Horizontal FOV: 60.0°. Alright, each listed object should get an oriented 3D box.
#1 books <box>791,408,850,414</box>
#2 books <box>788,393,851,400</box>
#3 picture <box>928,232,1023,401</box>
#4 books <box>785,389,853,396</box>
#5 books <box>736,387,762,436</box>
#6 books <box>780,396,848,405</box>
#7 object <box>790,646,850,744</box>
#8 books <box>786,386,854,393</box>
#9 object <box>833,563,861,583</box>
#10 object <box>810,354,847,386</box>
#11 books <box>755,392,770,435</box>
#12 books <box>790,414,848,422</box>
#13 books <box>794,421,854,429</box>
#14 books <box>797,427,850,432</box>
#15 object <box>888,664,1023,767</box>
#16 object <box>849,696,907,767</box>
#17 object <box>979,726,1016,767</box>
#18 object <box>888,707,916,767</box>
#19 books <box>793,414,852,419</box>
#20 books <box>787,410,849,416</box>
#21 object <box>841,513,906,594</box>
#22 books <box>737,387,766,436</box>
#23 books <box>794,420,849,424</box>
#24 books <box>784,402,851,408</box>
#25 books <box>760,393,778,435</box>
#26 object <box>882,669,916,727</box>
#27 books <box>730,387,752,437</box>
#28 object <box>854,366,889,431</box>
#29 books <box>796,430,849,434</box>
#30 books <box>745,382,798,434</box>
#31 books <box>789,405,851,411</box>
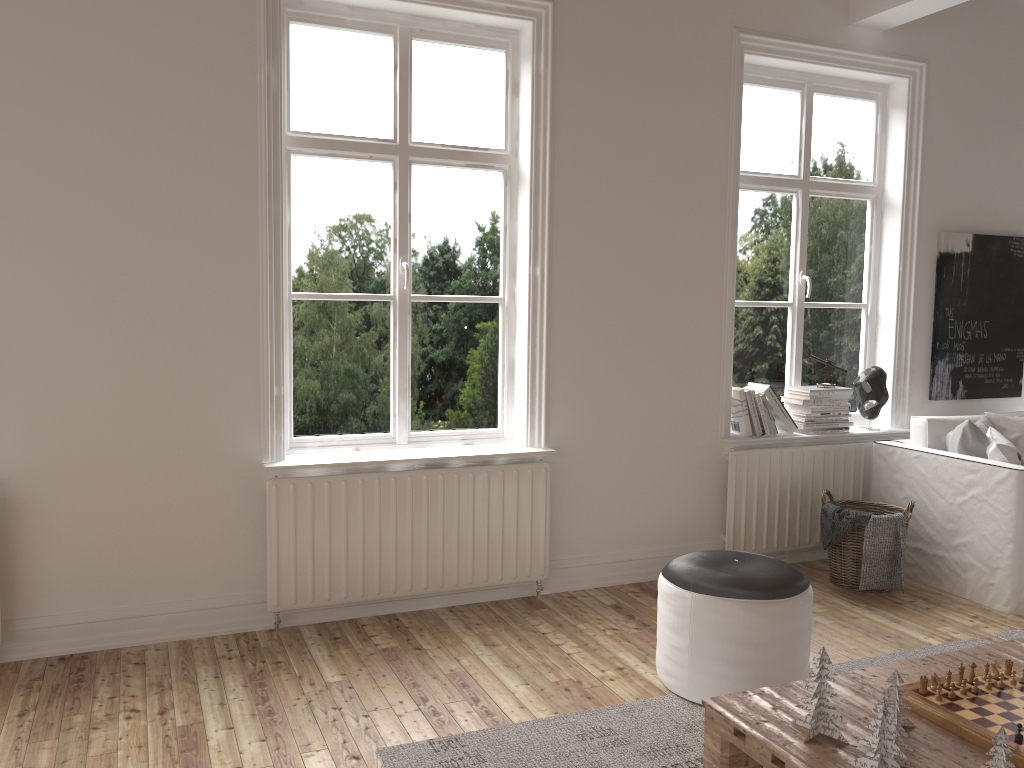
[{"bbox_3d":[1.609,0.136,4.638,0.254,0.012,0.161,-1,6,-23],"label":"books"},{"bbox_3d":[1.603,0.059,4.634,0.273,0.021,0.174,-1,6,-23],"label":"books"},{"bbox_3d":[2.613,-0.370,4.940,0.680,0.908,0.041,-1,6,-23],"label":"picture"},{"bbox_3d":[1.602,0.040,4.631,0.288,0.016,0.182,-1,6,-23],"label":"books"},{"bbox_3d":[1.163,0.136,4.452,0.112,0.235,0.172,-1,6,-23],"label":"books"},{"bbox_3d":[1.578,0.082,4.643,0.296,0.028,0.180,-1,6,-23],"label":"books"},{"bbox_3d":[0.732,0.722,2.097,0.108,0.213,0.109,1,5,1],"label":"object"},{"bbox_3d":[1.601,0.026,4.618,0.288,0.016,0.182,-1,6,-23],"label":"books"},{"bbox_3d":[1.682,0.851,4.240,0.291,0.186,0.280,-3,6,-37],"label":"object"},{"bbox_3d":[1.643,-0.071,4.608,0.177,0.161,0.092,4,6,35],"label":"object"},{"bbox_3d":[1.217,0.143,4.482,0.101,0.218,0.161,-1,6,-23],"label":"books"},{"bbox_3d":[1.588,0.174,4.657,0.288,0.016,0.182,-1,6,-23],"label":"books"},{"bbox_3d":[1.598,0.207,4.647,0.331,0.025,0.176,-1,6,-23],"label":"books"},{"bbox_3d":[1.599,0.227,4.639,0.285,0.012,0.159,-1,6,-23],"label":"books"},{"bbox_3d":[1.250,0.814,2.182,0.429,0.036,0.429,-1,6,-23],"label":"object"},{"bbox_3d":[0.768,0.748,1.841,0.106,0.208,0.107,0,5,-7],"label":"object"},{"bbox_3d":[0.992,0.776,1.804,0.085,0.166,0.085,-3,6,-37],"label":"object"},{"bbox_3d":[0.843,0.777,1.957,0.072,0.132,0.076,-1,6,-23],"label":"object"},{"bbox_3d":[1.619,0.161,4.642,0.256,0.013,0.161,-1,6,-23],"label":"books"},{"bbox_3d":[1.596,0.148,4.640,0.285,0.012,0.159,-1,6,-23],"label":"books"},{"bbox_3d":[1.679,0.755,4.182,0.290,0.356,0.349,1,5,6],"label":"object"},{"bbox_3d":[1.191,0.137,4.467,0.104,0.232,0.152,-1,6,-23],"label":"books"},{"bbox_3d":[1.610,0.188,4.651,0.254,0.013,0.161,-1,6,-23],"label":"books"},{"bbox_3d":[1.599,0.103,4.655,0.288,0.016,0.182,-1,6,-23],"label":"books"},{"bbox_3d":[1.254,0.146,4.493,0.118,0.213,0.161,-1,6,-23],"label":"books"},{"bbox_3d":[0.923,0.757,2.143,0.077,0.141,0.082,-4,7,-42],"label":"object"},{"bbox_3d":[1.119,0.134,4.444,0.093,0.239,0.172,-1,6,-23],"label":"books"},{"bbox_3d":[1.911,0.073,4.735,0.171,0.340,0.177,2,5,13],"label":"object"},{"bbox_3d":[1.611,0.239,4.650,0.254,0.012,0.161,-1,6,-23],"label":"books"},{"bbox_3d":[1.316,0.123,4.522,0.226,0.255,0.176,-1,6,-23],"label":"books"},{"bbox_3d":[1.612,0.120,4.647,0.263,0.017,0.167,-1,6,-23],"label":"books"}]
